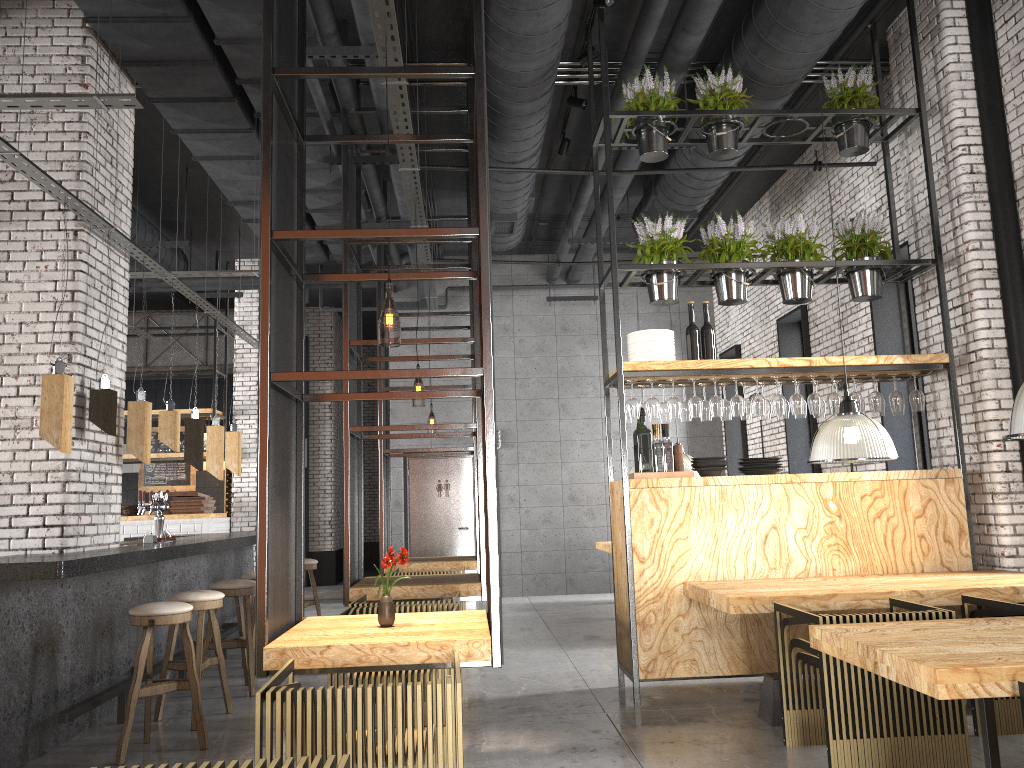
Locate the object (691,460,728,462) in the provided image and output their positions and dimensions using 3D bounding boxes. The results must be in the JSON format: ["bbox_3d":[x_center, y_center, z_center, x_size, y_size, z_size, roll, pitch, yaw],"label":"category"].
[{"bbox_3d":[1.383,0.569,6.206,0.257,0.072,0.256,-1,-8,-3],"label":"object"}]

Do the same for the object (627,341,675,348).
[{"bbox_3d":[0.991,-0.264,6.318,0.334,0.043,0.334,1,-8,-19],"label":"object"}]

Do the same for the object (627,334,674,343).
[{"bbox_3d":[0.990,-0.302,6.325,0.334,0.044,0.333,3,-9,-32],"label":"object"}]

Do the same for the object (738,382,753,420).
[{"bbox_3d":[1.690,0.125,6.426,0.101,0.268,0.101,-8,-10,33],"label":"object"}]

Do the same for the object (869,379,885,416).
[{"bbox_3d":[2.668,0.100,6.480,0.101,0.268,0.100,-7,-10,27],"label":"object"}]

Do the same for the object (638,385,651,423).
[{"bbox_3d":[0.954,0.144,6.386,0.101,0.268,0.101,-8,-10,33],"label":"object"}]

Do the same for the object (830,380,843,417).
[{"bbox_3d":[2.373,0.107,6.464,0.101,0.268,0.100,-7,-10,27],"label":"object"}]

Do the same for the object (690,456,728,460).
[{"bbox_3d":[1.383,0.544,6.210,0.257,0.076,0.256,-7,-9,34],"label":"object"}]

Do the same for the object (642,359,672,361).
[{"bbox_3d":[0.996,-0.132,6.298,0.334,0.033,0.334,-7,-9,35],"label":"object"}]

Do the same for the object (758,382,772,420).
[{"bbox_3d":[1.829,0.122,6.434,0.101,0.268,0.101,-8,-10,33],"label":"object"}]

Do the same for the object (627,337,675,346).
[{"bbox_3d":[0.990,-0.283,6.322,0.334,0.041,0.334,3,-9,-33],"label":"object"}]

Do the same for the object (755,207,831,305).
[{"bbox_3d":[2.068,-0.877,6.513,0.415,0.561,0.467,-10,-12,43],"label":"object"}]

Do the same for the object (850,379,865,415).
[{"bbox_3d":[2.521,0.104,6.472,0.101,0.268,0.100,-7,-10,27],"label":"object"}]

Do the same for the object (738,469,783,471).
[{"bbox_3d":[1.736,0.615,6.197,0.305,0.041,0.305,-4,-8,14],"label":"object"}]

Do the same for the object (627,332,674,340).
[{"bbox_3d":[0.989,-0.321,6.327,0.334,0.039,0.334,2,-9,-28],"label":"object"}]

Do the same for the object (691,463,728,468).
[{"bbox_3d":[1.383,0.599,6.202,0.257,0.076,0.256,-1,-8,-3],"label":"object"}]

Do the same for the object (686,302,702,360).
[{"bbox_3d":[1.294,-0.356,6.348,0.098,0.472,0.098,2,-10,-25],"label":"object"}]

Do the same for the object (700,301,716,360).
[{"bbox_3d":[1.402,-0.359,6.354,0.098,0.472,0.098,2,-10,-25],"label":"object"}]

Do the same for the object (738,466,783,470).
[{"bbox_3d":[1.736,0.600,6.199,0.306,0.044,0.305,-2,-8,-2],"label":"object"}]

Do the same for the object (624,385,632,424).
[{"bbox_3d":[0.816,0.148,6.378,0.101,0.268,0.101,-8,-10,33],"label":"object"}]

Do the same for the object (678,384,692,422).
[{"bbox_3d":[1.248,0.137,6.402,0.101,0.268,0.101,-8,-10,33],"label":"object"}]

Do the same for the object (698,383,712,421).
[{"bbox_3d":[1.396,0.133,6.410,0.101,0.268,0.101,-8,-10,33],"label":"object"}]

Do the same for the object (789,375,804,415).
[{"bbox_3d":[1.975,0.079,6.159,0.101,0.268,0.101,-8,-10,33],"label":"object"}]

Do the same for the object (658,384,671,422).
[{"bbox_3d":[1.101,0.141,6.394,0.101,0.268,0.101,-8,-10,33],"label":"object"}]

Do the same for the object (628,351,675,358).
[{"bbox_3d":[0.993,-0.190,6.306,0.334,0.040,0.334,4,-10,-39],"label":"object"}]

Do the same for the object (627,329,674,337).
[{"bbox_3d":[0.989,-0.340,6.331,0.334,0.039,0.334,2,-9,-29],"label":"object"}]

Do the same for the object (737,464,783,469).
[{"bbox_3d":[1.735,0.592,6.201,0.305,0.046,0.305,-10,-11,44],"label":"object"}]

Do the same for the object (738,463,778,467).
[{"bbox_3d":[1.736,0.577,6.203,0.305,0.042,0.305,-9,-11,44],"label":"object"}]

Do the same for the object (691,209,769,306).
[{"bbox_3d":[1.590,-0.865,6.480,0.467,0.561,0.415,-1,-9,-9],"label":"object"}]

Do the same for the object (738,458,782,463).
[{"bbox_3d":[1.734,0.551,6.209,0.305,0.049,0.305,-5,-8,22],"label":"object"}]

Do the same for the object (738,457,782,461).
[{"bbox_3d":[1.735,0.537,6.211,0.306,0.040,0.305,1,-8,-20],"label":"object"}]

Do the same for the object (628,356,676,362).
[{"bbox_3d":[0.995,-0.152,6.302,0.334,0.046,0.333,1,-8,-22],"label":"object"}]

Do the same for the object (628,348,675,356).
[{"bbox_3d":[0.993,-0.209,6.310,0.334,0.039,0.334,4,-10,-36],"label":"object"}]

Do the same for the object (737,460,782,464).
[{"bbox_3d":[1.735,0.562,6.206,0.306,0.037,0.305,-2,-8,-2],"label":"object"}]

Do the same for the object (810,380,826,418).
[{"bbox_3d":[2.226,0.111,6.456,0.101,0.268,0.101,-8,-10,33],"label":"object"}]

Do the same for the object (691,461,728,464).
[{"bbox_3d":[1.383,0.574,6.205,0.257,0.072,0.256,3,-9,-31],"label":"object"}]

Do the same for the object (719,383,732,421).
[{"bbox_3d":[1.543,0.129,6.418,0.101,0.268,0.101,-8,-10,33],"label":"object"}]

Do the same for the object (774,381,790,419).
[{"bbox_3d":[1.960,0.118,6.441,0.101,0.268,0.101,-8,-10,33],"label":"object"}]

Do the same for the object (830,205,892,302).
[{"bbox_3d":[2.571,-0.896,6.499,0.416,0.561,0.466,-4,-9,16],"label":"object"}]

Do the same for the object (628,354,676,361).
[{"bbox_3d":[0.995,-0.171,6.303,0.334,0.037,0.334,4,-10,-36],"label":"object"}]

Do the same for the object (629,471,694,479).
[{"bbox_3d":[1.019,0.651,6.226,0.411,0.050,0.410,-1,-8,-4],"label":"object"}]

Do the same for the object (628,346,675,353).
[{"bbox_3d":[0.992,-0.229,6.312,0.334,0.041,0.334,-5,-8,19],"label":"object"}]

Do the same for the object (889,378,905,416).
[{"bbox_3d":[2.815,0.096,6.488,0.101,0.268,0.100,-7,-10,27],"label":"object"}]

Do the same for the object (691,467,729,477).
[{"bbox_3d":[1.384,0.622,6.197,0.257,0.068,0.256,-3,-8,4],"label":"object"}]

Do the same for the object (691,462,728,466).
[{"bbox_3d":[1.383,0.591,6.203,0.257,0.076,0.256,-5,-9,22],"label":"object"}]

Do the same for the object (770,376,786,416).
[{"bbox_3d":[1.844,0.082,6.152,0.101,0.268,0.101,-8,-10,33],"label":"object"}]

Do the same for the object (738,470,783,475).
[{"bbox_3d":[1.737,0.626,6.196,0.305,0.035,0.305,-7,-9,34],"label":"object"}]

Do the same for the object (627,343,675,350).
[{"bbox_3d":[0.992,-0.244,6.315,0.334,0.039,0.334,-3,-8,5],"label":"object"}]

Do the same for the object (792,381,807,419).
[{"bbox_3d":[2.088,0.115,6.448,0.101,0.268,0.101,-8,-10,33],"label":"object"}]
